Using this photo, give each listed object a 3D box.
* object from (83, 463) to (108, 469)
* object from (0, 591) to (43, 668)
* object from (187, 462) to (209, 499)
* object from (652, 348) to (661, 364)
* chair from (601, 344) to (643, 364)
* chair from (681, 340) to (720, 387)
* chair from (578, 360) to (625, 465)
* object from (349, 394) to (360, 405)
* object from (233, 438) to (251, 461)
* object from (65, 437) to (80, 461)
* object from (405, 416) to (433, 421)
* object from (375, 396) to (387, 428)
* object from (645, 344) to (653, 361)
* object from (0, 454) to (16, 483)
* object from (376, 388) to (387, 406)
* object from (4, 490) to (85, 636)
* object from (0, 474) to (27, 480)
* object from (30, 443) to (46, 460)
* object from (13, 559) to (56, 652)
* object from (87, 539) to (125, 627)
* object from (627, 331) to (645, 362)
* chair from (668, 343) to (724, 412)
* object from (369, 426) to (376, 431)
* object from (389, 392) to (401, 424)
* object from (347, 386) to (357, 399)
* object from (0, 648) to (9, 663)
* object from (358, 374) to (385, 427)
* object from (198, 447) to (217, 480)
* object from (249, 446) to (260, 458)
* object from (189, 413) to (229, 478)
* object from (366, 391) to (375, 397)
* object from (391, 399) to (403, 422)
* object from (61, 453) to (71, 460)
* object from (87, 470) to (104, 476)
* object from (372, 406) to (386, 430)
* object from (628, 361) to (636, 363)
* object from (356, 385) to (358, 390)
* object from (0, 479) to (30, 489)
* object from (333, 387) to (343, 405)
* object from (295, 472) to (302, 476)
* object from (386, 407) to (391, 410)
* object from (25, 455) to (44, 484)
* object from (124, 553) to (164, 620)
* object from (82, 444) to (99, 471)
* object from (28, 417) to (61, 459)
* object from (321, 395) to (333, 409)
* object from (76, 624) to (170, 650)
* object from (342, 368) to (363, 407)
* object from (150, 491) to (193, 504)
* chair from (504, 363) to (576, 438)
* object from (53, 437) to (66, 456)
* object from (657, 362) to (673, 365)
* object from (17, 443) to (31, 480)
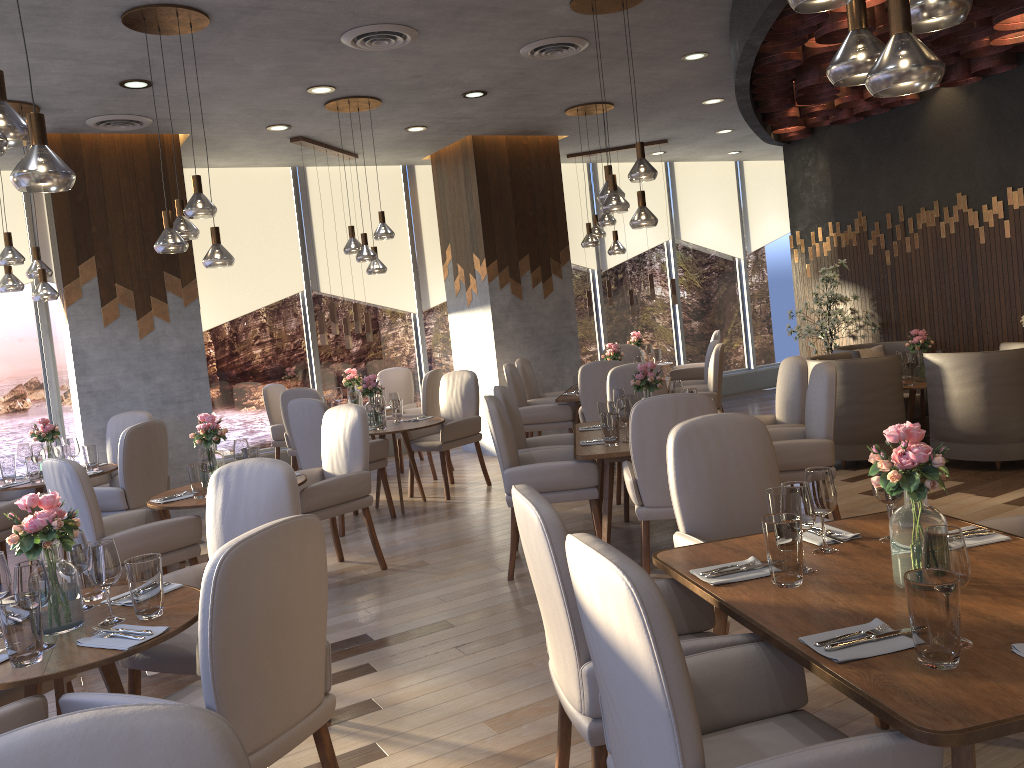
[{"bbox_3d":[-3.060,0.593,6.383,0.157,0.019,0.256,-4,5,21],"label":"object"},{"bbox_3d":[-1.301,0.655,2.358,0.102,0.178,0.102,-6,3,1],"label":"object"},{"bbox_3d":[-1.628,0.504,4.620,0.102,0.178,0.102,-6,3,10],"label":"object"},{"bbox_3d":[1.703,-0.325,10.412,0.102,0.178,0.102,-9,5,-44],"label":"object"},{"bbox_3d":[1.125,0.117,8.880,0.528,0.999,0.601,-6,3,9],"label":"chair"},{"bbox_3d":[1.662,0.114,8.216,0.599,0.999,0.529,-6,3,7],"label":"chair"},{"bbox_3d":[0.826,0.282,7.256,0.528,0.999,0.601,-5,3,14],"label":"chair"},{"bbox_3d":[-1.468,0.186,8.304,0.102,0.178,0.102,-3,4,41],"label":"object"},{"bbox_3d":[-1.505,0.431,4.957,0.092,0.244,0.092,-5,3,26],"label":"object"},{"bbox_3d":[-3.044,0.497,6.151,0.092,0.244,0.092,-3,4,42],"label":"object"},{"bbox_3d":[-0.774,0.282,7.205,0.157,0.019,0.256,-3,6,36],"label":"object"},{"bbox_3d":[-1.018,0.220,6.899,0.092,0.244,0.092,-8,4,-35],"label":"object"},{"bbox_3d":[1.603,-0.343,10.360,0.092,0.244,0.092,-8,4,-38],"label":"object"},{"bbox_3d":[-3.448,0.580,6.067,0.102,0.178,0.102,-7,3,-18],"label":"object"},{"bbox_3d":[-1.264,0.139,8.613,0.102,0.178,0.102,-8,4,-26],"label":"object"},{"bbox_3d":[-1.372,0.521,2.626,0.210,0.415,0.198,-8,4,-32],"label":"object"},{"bbox_3d":[-3.446,0.646,6.237,0.255,0.019,0.158,-5,5,16],"label":"object"},{"bbox_3d":[-3.187,0.527,5.971,0.092,0.244,0.092,-3,4,42],"label":"object"},{"bbox_3d":[-1.327,0.616,2.464,0.092,0.244,0.092,-3,4,45],"label":"object"},{"bbox_3d":[-1.206,0.589,2.633,0.092,0.244,0.092,-6,3,6],"label":"object"},{"bbox_3d":[1.449,-0.400,10.218,0.210,0.415,0.198,-4,4,38],"label":"object"},{"bbox_3d":[1.568,0.170,7.656,0.599,0.999,0.529,-5,3,14],"label":"chair"},{"bbox_3d":[-1.160,0.353,6.846,0.157,0.019,0.256,-3,6,35],"label":"object"},{"bbox_3d":[-0.941,0.192,7.145,0.092,0.244,0.092,-5,3,17],"label":"object"},{"bbox_3d":[-1.512,0.149,8.404,0.092,0.244,0.092,-4,4,35],"label":"object"},{"bbox_3d":[-1.457,0.749,2.385,0.157,0.019,0.256,-4,5,25],"label":"object"},{"bbox_3d":[-1.112,0.131,7.055,0.210,0.415,0.198,-5,3,18],"label":"object"},{"bbox_3d":[-1.619,0.462,4.727,0.092,0.244,0.092,-9,4,-43],"label":"object"},{"bbox_3d":[-1.486,0.453,5.067,0.102,0.178,0.102,-7,3,-8],"label":"object"},{"bbox_3d":[-1.668,0.365,4.921,0.210,0.415,0.198,-4,4,33],"label":"object"},{"bbox_3d":[-1.370,0.120,8.575,0.092,0.244,0.092,-5,3,20],"label":"object"},{"bbox_3d":[-0.939,0.215,7.255,0.102,0.178,0.102,-9,4,-37],"label":"object"},{"bbox_3d":[-3.234,0.531,6.389,0.102,0.178,0.102,-6,3,-3],"label":"object"},{"bbox_3d":[-2.927,0.608,6.028,0.255,0.019,0.158,-5,5,17],"label":"object"},{"bbox_3d":[-1.010,0.261,6.791,0.102,0.178,0.102,-3,4,41],"label":"object"},{"bbox_3d":[1.071,-0.081,7.815,0.092,0.244,0.092,-8,4,-33],"label":"object"},{"bbox_3d":[-1.549,0.128,8.716,0.092,0.244,0.092,-7,3,-21],"label":"object"},{"bbox_3d":[-3.312,0.661,5.885,0.157,0.019,0.256,-4,5,22],"label":"object"},{"bbox_3d":[-1.669,0.155,8.534,0.092,0.244,0.092,-4,4,38],"label":"object"},{"bbox_3d":[-1.331,0.523,4.993,0.157,0.019,0.256,-1,7,45],"label":"object"},{"bbox_3d":[-1.255,0.231,8.450,0.255,0.019,0.158,-5,5,17],"label":"object"},{"bbox_3d":[-3.155,0.565,5.867,0.102,0.178,0.102,-7,3,-12],"label":"object"},{"bbox_3d":[-1.096,0.608,2.656,0.102,0.178,0.102,-5,4,22],"label":"object"},{"bbox_3d":[-2.938,0.516,6.190,0.102,0.178,0.102,-4,4,33],"label":"object"},{"bbox_3d":[-3.211,0.432,6.119,0.198,0.415,0.210,-6,3,8],"label":"object"},{"bbox_3d":[-1.765,0.202,8.492,0.102,0.178,0.102,-6,3,10],"label":"object"},{"bbox_3d":[-1.110,0.703,2.496,0.255,0.019,0.158,-4,5,26],"label":"object"},{"bbox_3d":[-1.535,0.052,8.577,0.210,0.415,0.198,-7,3,-17],"label":"object"},{"bbox_3d":[-1.768,0.593,4.698,0.157,0.019,0.256,-2,6,44],"label":"object"},{"bbox_3d":[0.276,0.285,7.930,0.599,0.999,0.529,-6,3,9],"label":"chair"},{"bbox_3d":[-3.206,0.504,6.282,0.092,0.244,0.092,-6,3,1],"label":"object"},{"bbox_3d":[1.735,-0.235,10.251,0.255,0.019,0.158,-5,5,9],"label":"object"},{"bbox_3d":[-3.350,0.533,6.105,0.092,0.244,0.092,-8,3,-27],"label":"object"}]
